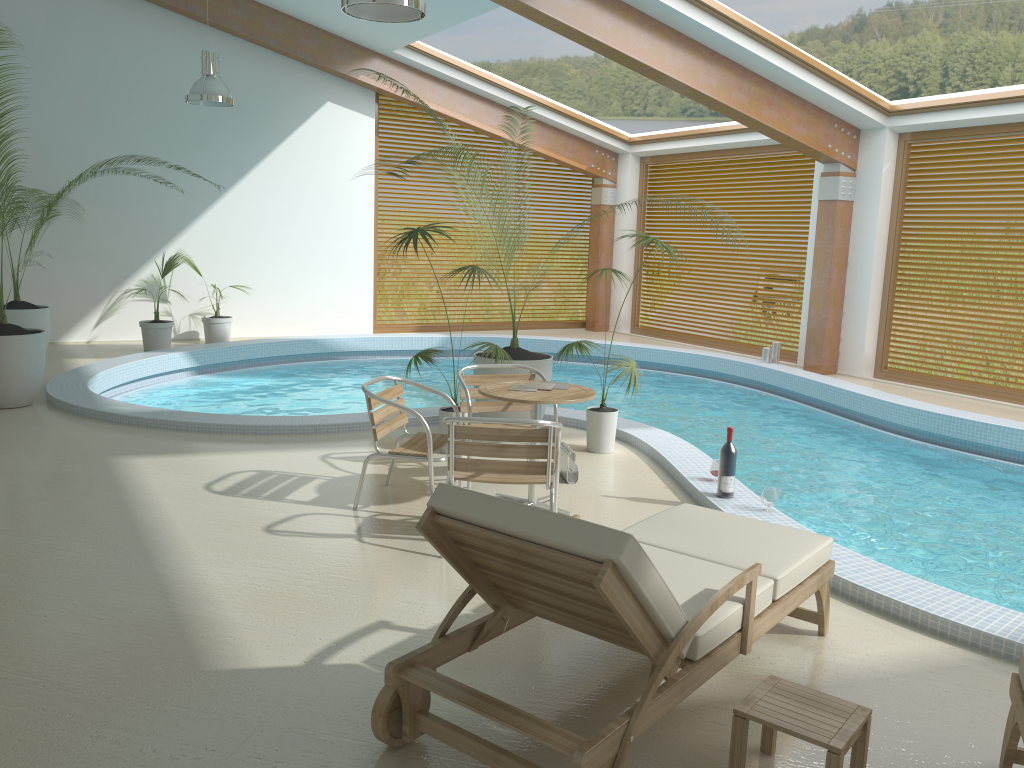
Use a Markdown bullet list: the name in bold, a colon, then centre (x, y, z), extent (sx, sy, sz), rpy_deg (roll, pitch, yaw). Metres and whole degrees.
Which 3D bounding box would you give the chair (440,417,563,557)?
- **chair**: centre (-0.056, 0.483, 4.684), extent (0.618, 0.727, 0.563), rpy_deg (2, 10, 2)

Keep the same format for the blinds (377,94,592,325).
- **blinds**: centre (-0.463, -2.958, 14.995), extent (4.500, 4.025, 0.099), rpy_deg (-3, 11, -30)

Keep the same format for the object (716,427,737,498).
- **object**: centre (1.323, 0.478, 5.441), extent (0.109, 0.435, 0.109), rpy_deg (3, 10, 5)

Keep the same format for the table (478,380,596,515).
- **table**: centre (0.137, 0.390, 5.339), extent (0.700, 0.720, 0.700), rpy_deg (0, 10, -11)

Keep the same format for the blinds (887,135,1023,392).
- **blinds**: centre (5.846, -1.230, 9.452), extent (0.095, 2.921, 4.200), rpy_deg (-3, 11, -30)

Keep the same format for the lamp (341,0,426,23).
- **lamp**: centre (-0.739, -3.203, 5.191), extent (0.506, 1.958, 0.505), rpy_deg (-3, 11, -30)

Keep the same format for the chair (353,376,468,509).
- **chair**: centre (-0.593, 0.350, 5.362), extent (0.563, 0.727, 0.618), rpy_deg (4, 10, 12)

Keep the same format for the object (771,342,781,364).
- **object**: centre (3.576, -0.407, 12.027), extent (0.115, 0.320, 0.115), rpy_deg (5, 10, 18)

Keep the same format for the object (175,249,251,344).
- **object**: centre (-4.024, -1.190, 12.059), extent (1.067, 1.310, 0.822), rpy_deg (-1, 10, -18)

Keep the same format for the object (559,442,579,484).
- **object**: centre (0.384, 0.533, 6.038), extent (0.081, 0.223, 0.272), rpy_deg (0, 10, -10)

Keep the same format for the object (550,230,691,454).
- **object**: centre (0.802, -0.318, 6.752), extent (0.791, 1.695, 1.059), rpy_deg (-7, 13, -42)

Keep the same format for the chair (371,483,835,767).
- **chair**: centre (0.490, 0.690, 3.185), extent (0.861, 0.866, 1.903), rpy_deg (9, 12, 37)

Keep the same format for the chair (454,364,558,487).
- **chair**: centre (-0.051, 0.266, 5.977), extent (0.618, 0.727, 0.563), rpy_deg (-1, 10, -18)

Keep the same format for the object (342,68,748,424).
- **object**: centre (0.159, -1.038, 7.052), extent (2.979, 2.960, 2.729), rpy_deg (0, 10, -13)

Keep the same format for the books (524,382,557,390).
- **books**: centre (0.174, 0.011, 5.391), extent (0.166, 0.004, 0.241), rpy_deg (4, 10, 11)

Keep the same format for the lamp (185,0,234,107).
- **lamp**: centre (-3.263, -4.020, 9.507), extent (0.506, 1.958, 0.505), rpy_deg (-3, 11, -30)

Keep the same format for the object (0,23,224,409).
- **object**: centre (-4.370, -1.311, 7.702), extent (2.979, 2.960, 2.729), rpy_deg (7, 11, 25)

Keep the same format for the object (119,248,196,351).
- **object**: centre (-4.463, -1.081, 11.317), extent (0.822, 1.310, 1.067), rpy_deg (4, 10, 9)

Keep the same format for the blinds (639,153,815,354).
- **blinds**: centre (3.339, -2.042, 13.740), extent (0.095, 2.921, 4.200), rpy_deg (-3, 11, -30)

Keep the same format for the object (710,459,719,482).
- **object**: centre (1.347, 0.569, 5.814), extent (0.102, 0.137, 0.102), rpy_deg (-2, 10, -21)

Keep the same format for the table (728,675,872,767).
- **table**: centre (0.868, 1.099, 2.678), extent (0.320, 0.255, 0.283), rpy_deg (9, 12, 37)

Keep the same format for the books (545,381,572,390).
- **books**: centre (0.275, 0.009, 5.450), extent (0.166, 0.004, 0.241), rpy_deg (4, 10, 11)

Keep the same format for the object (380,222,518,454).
- **object**: centre (-0.464, -0.316, 6.472), extent (1.059, 1.695, 0.791), rpy_deg (3, 10, 5)

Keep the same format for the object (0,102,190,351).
- **object**: centre (-5.389, -1.705, 9.827), extent (2.979, 2.960, 2.729), rpy_deg (10, 12, 40)

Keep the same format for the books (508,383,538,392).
- **books**: centre (0.082, 0.021, 5.339), extent (0.166, 0.004, 0.241), rpy_deg (4, 10, 11)

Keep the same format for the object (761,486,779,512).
- **object**: centre (1.512, 0.677, 5.203), extent (0.102, 0.137, 0.102), rpy_deg (-2, 10, -21)

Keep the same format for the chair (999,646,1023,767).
- **chair**: centre (1.550, 0.966, 1.772), extent (0.861, 0.866, 1.903), rpy_deg (6, 10, 22)

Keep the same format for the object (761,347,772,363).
- **object**: centre (3.361, -0.385, 11.712), extent (0.115, 0.204, 0.115), rpy_deg (4, 10, 10)
